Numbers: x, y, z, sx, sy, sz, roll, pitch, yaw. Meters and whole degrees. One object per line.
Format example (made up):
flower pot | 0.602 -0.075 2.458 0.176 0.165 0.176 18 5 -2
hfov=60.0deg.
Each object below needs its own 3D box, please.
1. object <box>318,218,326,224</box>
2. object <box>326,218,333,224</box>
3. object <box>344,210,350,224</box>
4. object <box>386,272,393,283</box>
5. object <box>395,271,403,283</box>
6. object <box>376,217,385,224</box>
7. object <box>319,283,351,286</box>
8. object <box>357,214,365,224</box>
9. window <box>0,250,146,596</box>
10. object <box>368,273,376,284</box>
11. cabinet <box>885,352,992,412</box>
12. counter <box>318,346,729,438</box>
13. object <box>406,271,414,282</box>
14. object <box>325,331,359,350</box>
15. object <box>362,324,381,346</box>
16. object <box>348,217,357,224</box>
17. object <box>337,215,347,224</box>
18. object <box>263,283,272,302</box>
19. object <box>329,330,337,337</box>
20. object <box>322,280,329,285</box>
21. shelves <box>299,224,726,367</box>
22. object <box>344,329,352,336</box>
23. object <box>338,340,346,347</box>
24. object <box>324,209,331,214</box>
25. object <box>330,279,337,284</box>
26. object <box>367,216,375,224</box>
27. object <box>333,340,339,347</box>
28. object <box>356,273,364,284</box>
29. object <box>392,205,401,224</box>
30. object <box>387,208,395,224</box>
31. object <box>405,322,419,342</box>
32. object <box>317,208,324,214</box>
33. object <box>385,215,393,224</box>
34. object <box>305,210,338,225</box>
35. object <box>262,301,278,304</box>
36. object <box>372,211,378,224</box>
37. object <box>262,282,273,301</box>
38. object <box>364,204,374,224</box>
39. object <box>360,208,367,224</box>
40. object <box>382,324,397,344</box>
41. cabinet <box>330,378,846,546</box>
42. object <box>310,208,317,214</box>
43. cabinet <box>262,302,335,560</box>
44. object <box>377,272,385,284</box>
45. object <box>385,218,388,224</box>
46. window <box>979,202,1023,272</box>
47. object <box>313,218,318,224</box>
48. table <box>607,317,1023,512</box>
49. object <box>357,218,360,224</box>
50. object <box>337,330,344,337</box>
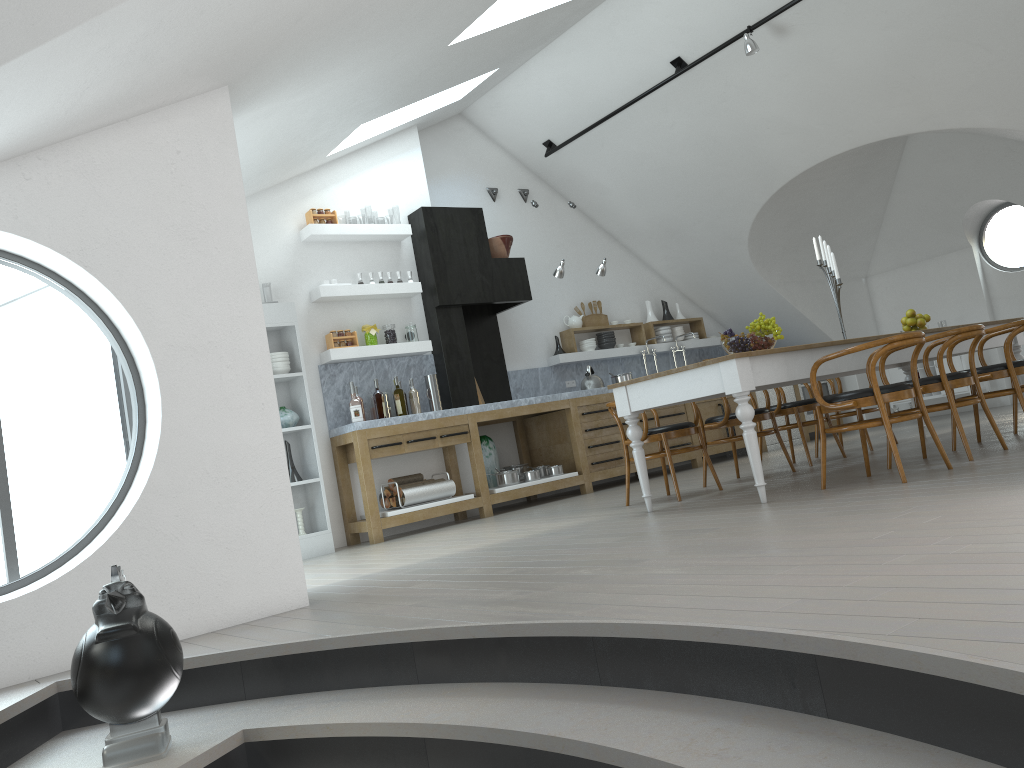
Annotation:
object | -1.637 -1.391 7.638 0.059 0.075 0.058 -9 -6 -14
object | -1.584 -1.398 7.678 0.059 0.075 0.058 -9 -6 -14
object | -1.448 -1.446 7.834 0.048 0.170 0.048 -7 -7 -29
object | -1.090 -0.936 7.900 0.068 0.124 0.063 -5 -8 -43
object | -1.011 -0.947 7.949 0.068 0.124 0.063 -5 -8 -43
object | -1.175 -1.445 7.948 0.077 0.085 0.077 -10 -5 -4
object | -1.517 -0.829 7.573 0.295 0.025 0.113 -7 -6 -37
object | -1.319 -1.436 7.806 0.071 0.099 0.071 -12 -6 17
window | -2.258 0.143 3.570 1.473 1.475 0.104 -7 -7 -37
object | -1.234 -0.918 7.793 0.068 0.124 0.063 -5 -8 -43
cabinet | 4.902 -0.117 10.371 0.497 0.791 1.129 -6 -6 -37
counter | 1.052 -0.191 9.388 6.586 0.621 0.957 -7 -6 -37
object | -0.922 -0.959 8.015 0.068 0.124 0.063 -5 -8 -43
object | -1.444 -0.361 7.527 0.237 0.146 0.120 -7 -6 -37
object | -1.230 -0.417 7.673 0.163 0.200 0.127 -6 -7 -42
object | -1.396 -1.417 7.782 0.077 0.085 0.077 -10 -5 -4
object | -1.480 -1.413 7.758 0.081 0.105 0.081 -13 -6 21
object | -1.950 -0.712 7.065 0.054 0.197 0.054 -9 -6 -12
object | -1.511 -0.415 7.494 0.059 0.075 0.058 -9 -6 -14
object | -1.581 -0.843 7.532 0.058 0.061 0.057 -7 -7 -37
shelves | 0.372 -0.889 9.345 5.558 1.366 0.478 -6 -7 -42
object | -1.404 -0.429 7.574 0.059 0.075 0.058 -9 -6 -14
object | -1.441 -0.337 7.525 0.059 0.075 0.058 -9 -6 -14
object | -1.599 -1.482 7.687 0.059 0.075 0.058 -9 -6 -14
object | -1.522 -0.856 7.576 0.054 0.071 0.054 -6 -7 -37
object | -1.258 -1.442 7.924 0.081 0.105 0.081 -13 -6 21
object | -1.495 -0.330 7.485 0.059 0.075 0.058 -9 -6 -14
object | -1.323 -0.906 7.726 0.068 0.124 0.063 -5 -8 -43
object | -1.040 -1.517 8.007 0.063 0.187 0.063 -13 -6 21
object | -1.089 -1.502 8.044 0.054 0.179 0.054 -14 -7 29
object | -0.900 -0.449 7.924 0.103 0.178 0.206 -9 -5 -14
object | -1.653 -1.476 7.647 0.059 0.075 0.058 -9 -6 -14
object | -1.097 -1.464 7.972 0.071 0.099 0.071 -12 -6 17
object | -1.639 -1.415 7.641 0.237 0.146 0.120 -7 -6 -37
object | -1.945 -0.618 7.108 0.151 0.025 0.294 -10 -4 -13
object | -1.226 -1.474 8.000 0.048 0.170 0.048 -7 -7 -29
object | -1.971 -0.708 7.170 0.071 0.212 0.072 -9 -6 -13
object | -1.261 -1.489 7.841 0.063 0.187 0.063 -13 -6 21
object | -1.310 -1.473 7.878 0.054 0.179 0.054 -14 -7 29
object | -1.071 -0.430 7.793 0.120 0.183 0.120 -8 -6 -22
cabinet | 1.155 0.617 9.240 6.438 1.025 0.999 -7 -6 -37
object | -1.706 -1.469 7.607 0.059 0.075 0.058 -9 -6 -14
cabinet | -1.903 0.385 6.893 0.643 1.996 0.359 -6 -7 -37
object | -1.158 -0.929 7.832 0.068 0.124 0.063 -5 -8 -43
object | -1.157 -1.445 8.038 0.094 0.094 0.093 -10 -5 -4
window | 5.753 -1.684 10.122 0.060 0.902 0.896 -6 -7 -37
object | -1.691 -1.384 7.598 0.059 0.075 0.058 -9 -6 -14
table | 2.283 0.146 6.010 3.354 0.801 1.014 -7 -6 -37
object | -1.378 -1.417 7.872 0.094 0.094 0.093 -10 -5 -4
object | -1.457 -0.422 7.534 0.059 0.075 0.058 -9 -6 -14
